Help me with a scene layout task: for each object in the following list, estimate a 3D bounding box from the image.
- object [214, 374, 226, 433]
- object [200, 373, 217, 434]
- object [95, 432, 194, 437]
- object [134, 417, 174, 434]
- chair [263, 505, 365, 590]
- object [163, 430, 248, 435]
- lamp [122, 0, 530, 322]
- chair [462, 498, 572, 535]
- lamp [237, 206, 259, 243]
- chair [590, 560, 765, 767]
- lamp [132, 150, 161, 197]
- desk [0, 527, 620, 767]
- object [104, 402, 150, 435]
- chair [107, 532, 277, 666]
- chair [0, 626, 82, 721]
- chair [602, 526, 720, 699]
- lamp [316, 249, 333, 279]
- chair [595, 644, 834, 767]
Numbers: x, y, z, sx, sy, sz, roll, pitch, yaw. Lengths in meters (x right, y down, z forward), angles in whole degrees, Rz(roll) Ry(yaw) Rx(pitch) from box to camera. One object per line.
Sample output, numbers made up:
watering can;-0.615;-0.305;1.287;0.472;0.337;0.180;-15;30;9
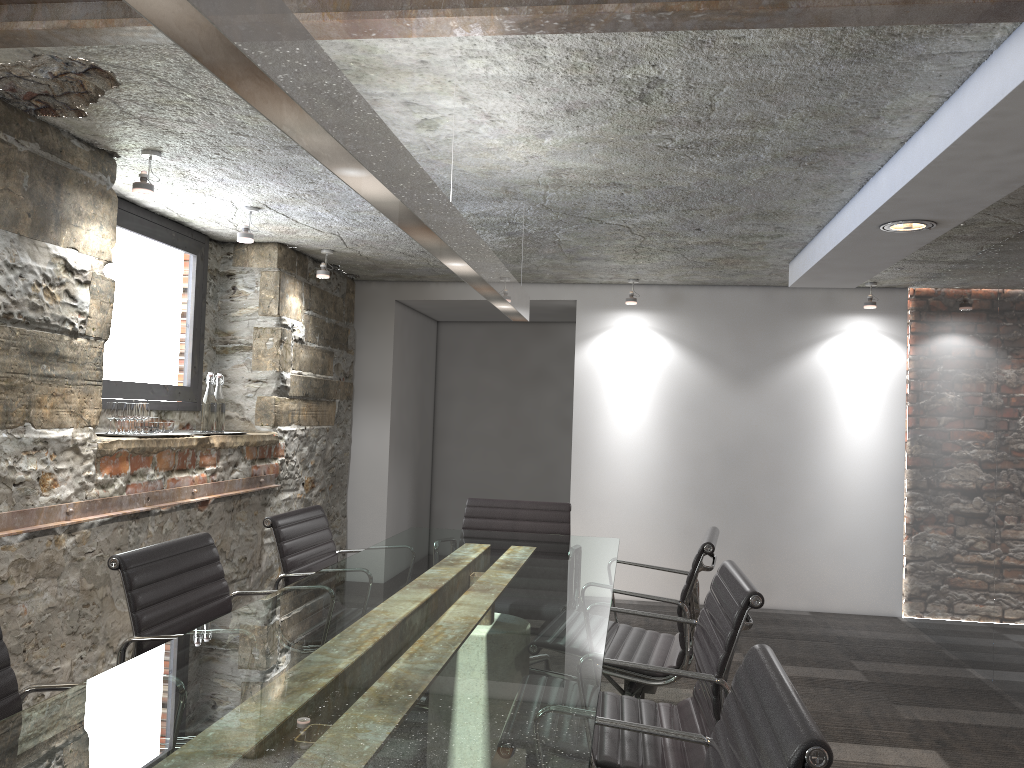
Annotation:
object;-1.474;0.099;4.448;0.073;0.300;0.073;3;-2;-23
object;-1.487;0.095;4.356;0.073;0.300;0.073;3;-2;-23
object;-1.628;0.218;3.843;0.310;0.007;0.457;2;-2;8
object;-1.604;0.184;3.955;0.111;0.072;0.191;1;-2;15
chair;-0.547;0.892;3.218;0.667;0.837;0.693;2;-2;0
object;-1.550;0.241;4.400;0.310;0.007;0.457;2;-2;8
lamp;-0.170;-0.603;2.326;0.073;0.524;3.159;2;-2;8
chair;-0.027;0.928;3.695;0.693;0.837;0.667;2;-2;0
lamp;-1.240;-0.748;4.166;0.077;0.165;0.098;0;-3;41
chair;0.286;0.883;2.228;0.667;0.837;0.693;2;-2;-2
lamp;-1.360;-0.785;3.304;0.077;0.165;0.098;0;-3;41
desk;-0.220;0.931;2.268;0.909;0.711;3.154;2;-2;8
object;-1.625;0.145;3.742;0.108;0.131;0.218;2;-2;6
chair;-0.685;0.854;2.350;0.667;0.837;0.693;2;-2;-1
chair;-0.770;0.815;1.418;0.667;0.837;0.693;2;-2;-5
chair;0.399;0.919;3.067;0.667;0.837;0.693;2;-2;6
lamp;-1.096;-0.703;5.198;0.077;0.165;0.098;0;-3;41
chair;0.109;0.842;1.305;0.667;0.837;0.693;2;-2;-1
